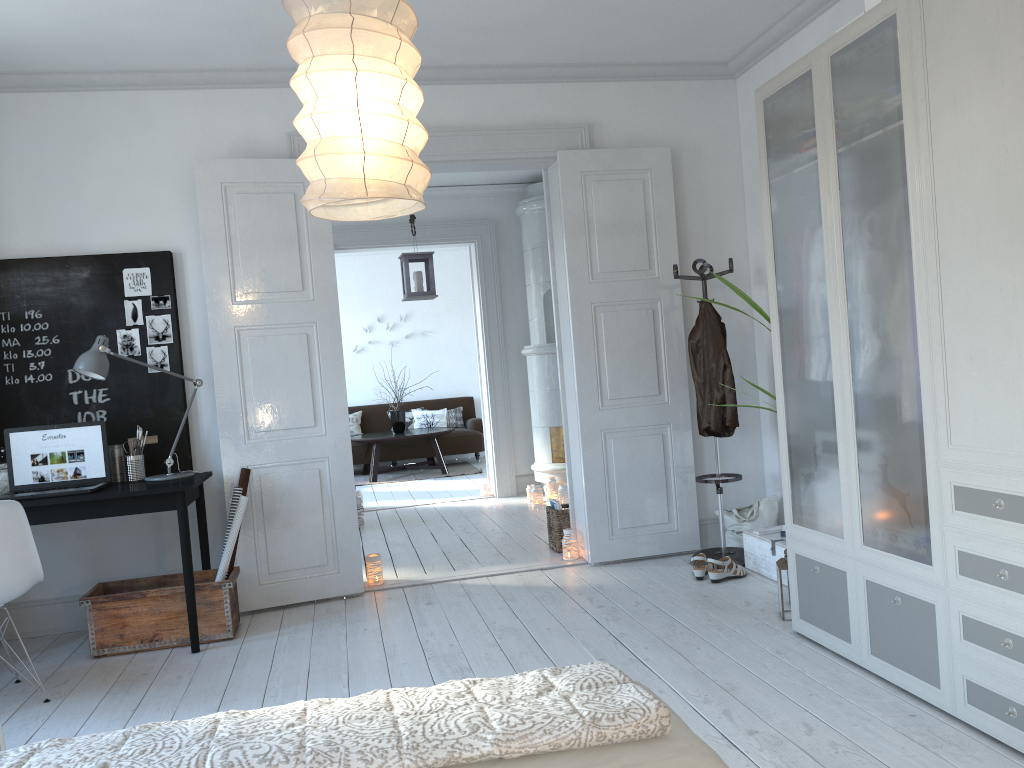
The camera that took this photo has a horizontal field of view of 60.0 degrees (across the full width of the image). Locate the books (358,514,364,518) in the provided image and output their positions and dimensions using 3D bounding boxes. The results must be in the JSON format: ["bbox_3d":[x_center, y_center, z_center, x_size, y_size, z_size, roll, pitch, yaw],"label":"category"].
[{"bbox_3d":[-1.317,1.073,7.187,0.187,0.017,0.132,-4,1,26],"label":"books"}]

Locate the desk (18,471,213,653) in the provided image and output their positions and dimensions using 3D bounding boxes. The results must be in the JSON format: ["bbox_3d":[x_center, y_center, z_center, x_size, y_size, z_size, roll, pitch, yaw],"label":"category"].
[{"bbox_3d":[-2.016,0.876,4.151,1.159,0.759,0.651,-5,2,-11],"label":"desk"}]

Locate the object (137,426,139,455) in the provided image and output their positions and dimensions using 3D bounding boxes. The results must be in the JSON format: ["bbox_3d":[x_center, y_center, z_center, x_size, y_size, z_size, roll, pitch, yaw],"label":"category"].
[{"bbox_3d":[-1.850,0.340,4.382,0.008,0.268,0.060,-5,2,5],"label":"object"}]

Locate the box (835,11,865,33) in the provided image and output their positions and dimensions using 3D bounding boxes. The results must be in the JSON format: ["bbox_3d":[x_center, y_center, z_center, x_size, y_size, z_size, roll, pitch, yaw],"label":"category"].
[{"bbox_3d":[1.305,-1.238,3.160,0.222,0.107,0.180,-5,1,-11],"label":"box"}]

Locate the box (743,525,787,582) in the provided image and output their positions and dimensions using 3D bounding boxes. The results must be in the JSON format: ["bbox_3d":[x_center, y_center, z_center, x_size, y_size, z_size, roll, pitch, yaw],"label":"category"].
[{"bbox_3d":[1.461,0.855,4.438,0.376,0.218,0.641,-5,1,-11],"label":"box"}]

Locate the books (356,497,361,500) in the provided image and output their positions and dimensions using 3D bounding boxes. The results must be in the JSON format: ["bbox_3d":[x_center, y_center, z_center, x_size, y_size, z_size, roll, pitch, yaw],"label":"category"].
[{"bbox_3d":[-1.327,0.933,7.180,0.132,0.017,0.187,-5,1,-38],"label":"books"}]

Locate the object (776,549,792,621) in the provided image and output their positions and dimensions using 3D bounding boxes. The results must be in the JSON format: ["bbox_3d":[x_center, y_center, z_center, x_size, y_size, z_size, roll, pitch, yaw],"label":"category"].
[{"bbox_3d":[1.211,0.823,3.805,0.132,0.352,0.137,-4,2,11],"label":"object"}]

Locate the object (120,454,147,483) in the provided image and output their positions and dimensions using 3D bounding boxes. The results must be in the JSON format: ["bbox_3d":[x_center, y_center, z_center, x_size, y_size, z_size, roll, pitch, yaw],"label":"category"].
[{"bbox_3d":[-1.862,0.415,4.365,0.108,0.128,0.108,-5,2,4],"label":"object"}]

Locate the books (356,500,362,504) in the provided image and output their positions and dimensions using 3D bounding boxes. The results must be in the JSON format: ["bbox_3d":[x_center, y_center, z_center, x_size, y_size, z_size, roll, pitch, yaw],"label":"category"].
[{"bbox_3d":[-1.319,0.953,7.179,0.128,0.026,0.200,-6,1,-40],"label":"books"}]

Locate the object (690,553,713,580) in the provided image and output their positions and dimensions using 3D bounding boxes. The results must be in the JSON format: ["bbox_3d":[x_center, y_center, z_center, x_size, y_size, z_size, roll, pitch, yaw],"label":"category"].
[{"bbox_3d":[0.989,0.938,4.648,0.099,0.126,0.272,-4,1,21],"label":"object"}]

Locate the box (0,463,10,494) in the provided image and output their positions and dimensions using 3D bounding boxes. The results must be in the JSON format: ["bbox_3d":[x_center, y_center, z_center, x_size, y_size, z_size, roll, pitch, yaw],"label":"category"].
[{"bbox_3d":[-2.495,0.457,4.224,0.317,0.152,0.193,-5,1,-11],"label":"box"}]

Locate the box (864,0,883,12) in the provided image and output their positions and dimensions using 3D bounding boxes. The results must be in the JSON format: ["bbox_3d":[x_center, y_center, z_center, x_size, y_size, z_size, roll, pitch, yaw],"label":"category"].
[{"bbox_3d":[1.355,-1.284,2.890,0.285,0.199,0.281,-5,1,-11],"label":"box"}]

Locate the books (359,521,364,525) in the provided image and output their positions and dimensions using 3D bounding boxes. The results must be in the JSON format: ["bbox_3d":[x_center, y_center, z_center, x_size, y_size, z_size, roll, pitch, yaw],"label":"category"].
[{"bbox_3d":[-1.310,1.134,7.195,0.178,0.016,0.128,-4,1,27],"label":"books"}]

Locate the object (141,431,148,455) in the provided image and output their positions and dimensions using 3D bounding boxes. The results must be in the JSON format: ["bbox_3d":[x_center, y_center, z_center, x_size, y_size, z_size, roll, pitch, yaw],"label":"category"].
[{"bbox_3d":[-1.828,0.354,4.371,0.084,0.240,0.009,-6,2,-34],"label":"object"}]

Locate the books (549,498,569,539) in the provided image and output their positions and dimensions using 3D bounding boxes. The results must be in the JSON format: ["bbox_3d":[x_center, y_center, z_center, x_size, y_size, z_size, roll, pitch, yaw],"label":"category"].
[{"bbox_3d":[0.363,0.870,5.599,0.201,0.300,0.179,-5,2,-11],"label":"books"}]

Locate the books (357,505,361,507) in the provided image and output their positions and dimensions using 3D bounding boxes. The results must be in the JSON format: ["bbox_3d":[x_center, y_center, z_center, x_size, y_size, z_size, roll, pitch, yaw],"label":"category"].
[{"bbox_3d":[-1.325,0.992,7.187,0.128,0.016,0.177,-6,1,-45],"label":"books"}]

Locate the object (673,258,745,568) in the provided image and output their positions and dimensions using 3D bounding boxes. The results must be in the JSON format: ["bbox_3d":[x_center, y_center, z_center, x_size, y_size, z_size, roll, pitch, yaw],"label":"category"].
[{"bbox_3d":[1.112,0.153,4.888,0.374,1.659,0.374,-5,2,-4],"label":"object"}]

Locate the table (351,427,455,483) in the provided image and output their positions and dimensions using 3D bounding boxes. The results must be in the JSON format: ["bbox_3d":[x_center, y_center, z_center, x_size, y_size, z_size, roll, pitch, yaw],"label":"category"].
[{"bbox_3d":[-1.307,0.833,10.582,1.299,0.503,1.300,-5,1,-21],"label":"table"}]

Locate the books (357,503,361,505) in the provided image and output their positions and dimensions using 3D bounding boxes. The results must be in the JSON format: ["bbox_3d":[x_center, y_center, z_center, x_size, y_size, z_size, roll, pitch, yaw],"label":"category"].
[{"bbox_3d":[-1.326,0.975,7.184,0.128,0.016,0.181,-6,1,-40],"label":"books"}]

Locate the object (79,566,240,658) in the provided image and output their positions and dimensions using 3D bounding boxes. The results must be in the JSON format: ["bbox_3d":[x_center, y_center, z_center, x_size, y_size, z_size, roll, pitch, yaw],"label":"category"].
[{"bbox_3d":[-1.648,1.082,4.229,0.664,0.282,0.339,-5,1,-11],"label":"object"}]

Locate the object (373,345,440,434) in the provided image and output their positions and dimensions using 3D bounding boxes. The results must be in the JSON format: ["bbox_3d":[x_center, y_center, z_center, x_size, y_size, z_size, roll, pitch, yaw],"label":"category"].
[{"bbox_3d":[-1.253,0.046,10.514,0.845,1.066,0.525,-6,2,-40],"label":"object"}]

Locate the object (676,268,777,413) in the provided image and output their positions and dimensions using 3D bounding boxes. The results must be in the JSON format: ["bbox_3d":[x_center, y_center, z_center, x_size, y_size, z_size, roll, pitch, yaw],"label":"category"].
[{"bbox_3d":[1.306,0.206,3.953,1.044,1.555,0.288,-4,2,18],"label":"object"}]

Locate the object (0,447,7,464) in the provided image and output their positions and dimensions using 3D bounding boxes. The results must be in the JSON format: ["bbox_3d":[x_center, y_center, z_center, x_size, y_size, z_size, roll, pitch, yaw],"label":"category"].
[{"bbox_3d":[-2.428,0.333,4.141,0.137,0.087,0.073,-5,2,-11],"label":"object"}]

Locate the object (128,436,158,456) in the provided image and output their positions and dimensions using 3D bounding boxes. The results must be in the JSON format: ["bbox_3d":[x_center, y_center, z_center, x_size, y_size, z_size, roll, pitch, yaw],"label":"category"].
[{"bbox_3d":[-1.832,0.368,4.426,0.138,0.209,0.034,-6,2,-31],"label":"object"}]

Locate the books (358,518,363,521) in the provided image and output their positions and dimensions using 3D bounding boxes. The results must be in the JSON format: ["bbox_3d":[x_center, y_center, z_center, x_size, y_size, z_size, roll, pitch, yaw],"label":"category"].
[{"bbox_3d":[-1.316,1.101,7.189,0.181,0.016,0.128,-4,1,34],"label":"books"}]

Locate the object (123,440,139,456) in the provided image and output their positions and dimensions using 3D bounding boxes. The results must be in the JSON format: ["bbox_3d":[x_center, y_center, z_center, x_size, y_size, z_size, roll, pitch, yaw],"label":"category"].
[{"bbox_3d":[-1.878,0.376,4.373,0.081,0.198,0.050,-4,2,14],"label":"object"}]

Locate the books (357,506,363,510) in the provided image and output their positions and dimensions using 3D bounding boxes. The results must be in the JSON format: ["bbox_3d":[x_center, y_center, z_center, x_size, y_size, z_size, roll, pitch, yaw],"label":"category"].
[{"bbox_3d":[-1.320,1.009,7.190,0.178,0.016,0.128,-4,1,32],"label":"books"}]

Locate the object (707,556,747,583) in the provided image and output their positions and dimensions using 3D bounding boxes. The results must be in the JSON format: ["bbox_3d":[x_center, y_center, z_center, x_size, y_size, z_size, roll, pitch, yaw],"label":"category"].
[{"bbox_3d":[1.106,0.930,4.528,0.272,0.126,0.099,-6,2,-39],"label":"object"}]

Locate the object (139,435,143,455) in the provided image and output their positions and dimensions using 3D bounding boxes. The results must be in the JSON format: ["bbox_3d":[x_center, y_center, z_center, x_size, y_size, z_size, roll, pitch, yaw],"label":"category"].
[{"bbox_3d":[-1.839,0.364,4.375,0.009,0.222,0.082,-4,2,18],"label":"object"}]

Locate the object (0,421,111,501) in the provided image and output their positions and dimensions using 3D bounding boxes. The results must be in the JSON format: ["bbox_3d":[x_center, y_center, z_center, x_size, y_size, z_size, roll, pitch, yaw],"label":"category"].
[{"bbox_3d":[-2.113,0.348,4.034,0.445,0.315,0.325,-5,2,-11],"label":"object"}]

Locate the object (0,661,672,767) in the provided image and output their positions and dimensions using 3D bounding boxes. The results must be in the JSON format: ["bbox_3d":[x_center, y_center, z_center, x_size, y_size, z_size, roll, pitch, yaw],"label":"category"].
[{"bbox_3d":[-0.483,0.612,1.469,1.459,0.104,0.405,-5,1,-11],"label":"object"}]

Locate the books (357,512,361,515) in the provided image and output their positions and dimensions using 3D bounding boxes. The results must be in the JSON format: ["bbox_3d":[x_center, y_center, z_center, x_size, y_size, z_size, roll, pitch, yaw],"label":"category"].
[{"bbox_3d":[-1.328,1.053,7.188,0.167,0.022,0.128,-4,1,23],"label":"books"}]

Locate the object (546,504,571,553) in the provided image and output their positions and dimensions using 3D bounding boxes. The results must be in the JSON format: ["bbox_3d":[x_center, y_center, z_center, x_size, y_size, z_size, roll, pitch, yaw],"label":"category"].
[{"bbox_3d":[0.378,0.901,5.602,0.270,0.265,0.224,-5,2,-11],"label":"object"}]

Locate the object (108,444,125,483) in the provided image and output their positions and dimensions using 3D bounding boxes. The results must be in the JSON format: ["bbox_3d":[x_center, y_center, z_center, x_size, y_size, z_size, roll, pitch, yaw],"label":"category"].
[{"bbox_3d":[-1.966,0.398,4.417,0.079,0.188,0.079,-6,2,-32],"label":"object"}]

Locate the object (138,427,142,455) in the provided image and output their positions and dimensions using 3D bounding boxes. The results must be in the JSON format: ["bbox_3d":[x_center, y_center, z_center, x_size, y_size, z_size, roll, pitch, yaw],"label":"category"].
[{"bbox_3d":[-1.846,0.342,4.383,0.012,0.264,0.062,-3,2,31],"label":"object"}]

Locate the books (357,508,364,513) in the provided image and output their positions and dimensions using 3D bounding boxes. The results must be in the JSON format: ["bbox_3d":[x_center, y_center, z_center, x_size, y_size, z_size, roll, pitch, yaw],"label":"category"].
[{"bbox_3d":[-1.316,1.029,7.183,0.193,0.022,0.128,-4,1,21],"label":"books"}]

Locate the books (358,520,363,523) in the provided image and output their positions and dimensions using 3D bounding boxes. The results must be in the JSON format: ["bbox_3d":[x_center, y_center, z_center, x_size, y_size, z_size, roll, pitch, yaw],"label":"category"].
[{"bbox_3d":[-1.315,1.117,7.192,0.177,0.016,0.128,-4,1,30],"label":"books"}]
